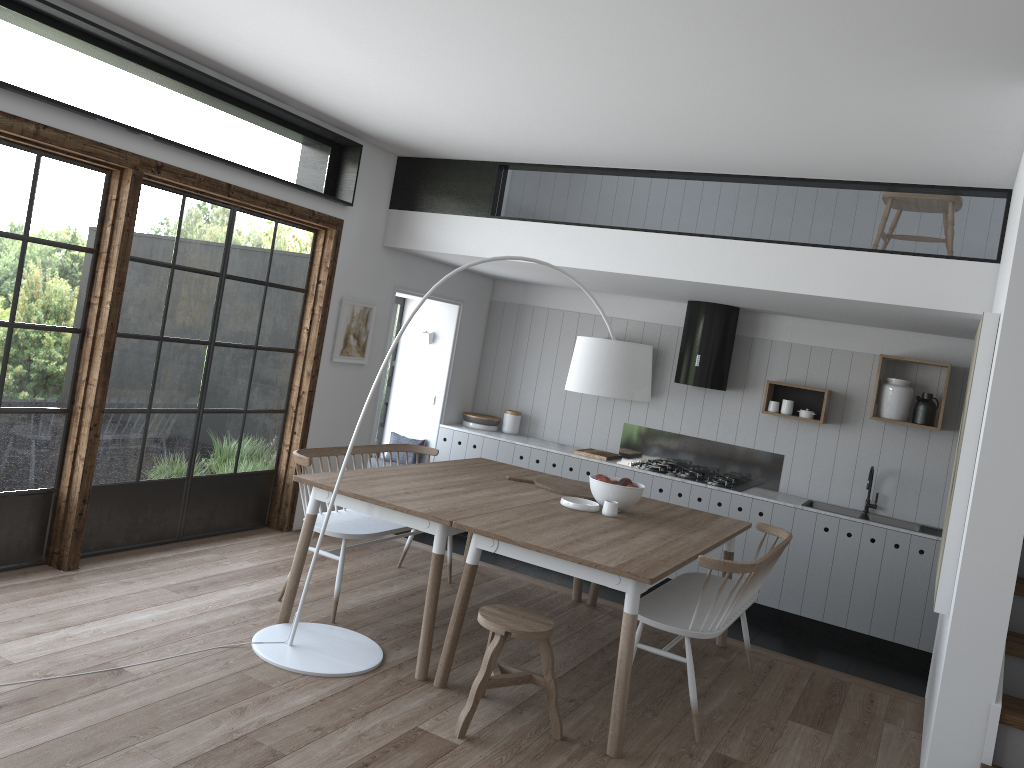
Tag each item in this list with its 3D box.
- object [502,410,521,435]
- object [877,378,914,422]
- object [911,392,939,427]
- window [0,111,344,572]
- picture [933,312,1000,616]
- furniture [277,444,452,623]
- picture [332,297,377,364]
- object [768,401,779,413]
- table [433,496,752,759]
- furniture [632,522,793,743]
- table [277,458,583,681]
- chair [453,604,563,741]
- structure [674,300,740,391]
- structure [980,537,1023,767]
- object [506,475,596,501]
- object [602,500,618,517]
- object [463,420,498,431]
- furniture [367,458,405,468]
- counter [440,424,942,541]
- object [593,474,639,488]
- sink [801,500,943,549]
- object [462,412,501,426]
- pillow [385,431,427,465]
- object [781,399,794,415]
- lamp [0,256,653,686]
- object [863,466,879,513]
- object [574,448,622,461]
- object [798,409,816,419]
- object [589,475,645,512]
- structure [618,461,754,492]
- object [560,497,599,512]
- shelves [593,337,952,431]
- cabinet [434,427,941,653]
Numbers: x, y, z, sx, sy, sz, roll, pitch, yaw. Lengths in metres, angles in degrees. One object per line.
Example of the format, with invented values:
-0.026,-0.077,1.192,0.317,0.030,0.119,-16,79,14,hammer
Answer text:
-0.006,0.353,8.086,0.153,0.212,0.155,9,1,-4,object
2.841,0.115,6.555,0.229,0.301,0.228,9,1,0,object
3.027,0.185,6.461,0.163,0.236,0.149,10,1,25,object
-2.623,-0.147,3.993,0.165,2.256,5.265,9,2,26,window
2.096,0.335,4.097,0.061,1.218,1.264,9,1,26,picture
-0.802,0.818,5.235,0.558,0.810,1.325,10,2,27,furniture
-1.177,-0.391,6.589,0.030,0.470,0.423,9,1,26,picture
2.049,0.180,6.919,0.081,0.088,0.086,9,2,-27,object
0.525,1.096,4.644,0.961,0.749,1.989,10,3,27,table
1.000,1.153,4.459,0.558,0.810,1.325,10,2,27,furniture
-0.306,0.937,5.101,0.961,0.749,1.989,10,3,27,table
0.033,1.214,3.698,0.439,0.449,0.475,10,2,14,chair
1.602,-0.407,7.193,0.407,0.869,0.421,9,1,-16,structure
2.815,0.744,3.998,1.084,2.630,3.511,10,2,26,structure
0.400,0.647,5.424,0.656,0.023,0.616,7,4,-40,object
0.529,0.672,4.753,0.086,0.079,0.081,10,2,27,object
-0.293,0.382,8.165,0.318,0.055,0.333,8,3,-24,object
-1.216,0.749,7.639,0.612,0.115,1.024,11,3,27,furniture
2.192,0.900,6.690,6.290,0.020,0.564,11,3,28,counter
0.578,0.605,4.944,0.248,0.167,0.239,9,2,-12,object
2.714,1.072,6.364,1.208,0.166,0.441,11,3,28,sink
-0.284,0.325,8.165,0.355,0.066,0.365,9,3,-13,object
-0.969,0.614,8.028,0.413,0.293,0.176,10,1,28,pillow
2.140,0.183,6.869,0.088,0.115,0.083,10,1,27,object
-1.530,0.172,3.453,5.058,2.024,0.899,8,2,-37,lamp
2.672,0.798,6.560,0.093,0.374,0.282,10,1,27,object
0.732,0.596,7.487,0.298,0.030,0.390,11,3,27,object
2.276,0.228,6.823,0.129,0.073,0.108,10,2,6,object
0.576,0.626,4.948,0.323,0.164,0.307,10,2,24,object
1.406,0.715,7.130,1.009,0.048,0.540,11,3,28,structure
0.374,0.662,4.864,0.217,0.035,0.213,10,3,6,object
2.293,0.097,6.855,3.674,0.798,0.292,11,1,28,shelves
2.007,1.274,6.443,6.287,0.748,0.010,11,1,28,cabinet
